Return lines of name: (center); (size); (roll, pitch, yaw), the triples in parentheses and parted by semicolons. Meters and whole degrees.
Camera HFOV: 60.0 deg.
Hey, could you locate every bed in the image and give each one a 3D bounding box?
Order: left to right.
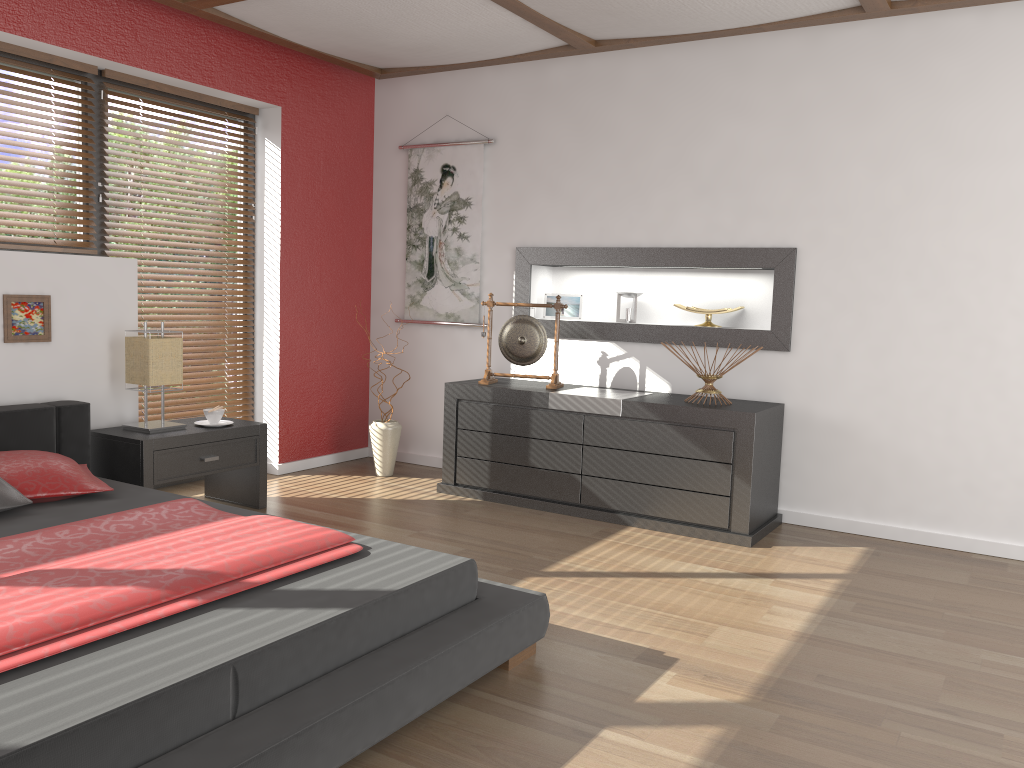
bed: (-1.546, 0.524, 2.270); (2.413, 0.577, 2.469); (5, 7, 31)

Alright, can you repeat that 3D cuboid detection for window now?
window: (-2.795, -0.966, 3.073); (0.020, 0.786, 2.817); (5, 7, 31)
window: (-1.802, -0.555, 4.787); (0.020, 1.893, 0.889); (5, 7, 31)

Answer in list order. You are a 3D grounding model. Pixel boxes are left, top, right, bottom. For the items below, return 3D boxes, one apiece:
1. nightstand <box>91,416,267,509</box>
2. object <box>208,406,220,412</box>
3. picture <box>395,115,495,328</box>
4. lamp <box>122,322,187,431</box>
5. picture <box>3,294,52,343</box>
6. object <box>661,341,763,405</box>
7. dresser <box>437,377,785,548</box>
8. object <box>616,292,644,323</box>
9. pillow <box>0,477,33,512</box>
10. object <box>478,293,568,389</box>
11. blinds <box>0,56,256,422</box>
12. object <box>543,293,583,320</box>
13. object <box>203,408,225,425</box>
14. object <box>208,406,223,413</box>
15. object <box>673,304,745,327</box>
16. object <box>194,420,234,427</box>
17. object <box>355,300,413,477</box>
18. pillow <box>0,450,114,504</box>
nightstand: (-1.556, 0.411, 4.182); (0.413, 0.423, 0.700); (5, 7, 31)
object: (-1.429, 0.119, 4.250); (0.007, 0.007, 0.192); (2, 6, -4)
picture: (-0.419, -0.993, 5.412); (0.701, 1.270, 0.028); (5, 7, 31)
lamp: (-1.636, -0.043, 4.056); (0.200, 0.480, 0.200); (5, 7, 31)
picture: (-2.043, -0.276, 3.741); (0.010, 0.200, 0.200); (5, 7, 31)
object: (0.957, -0.051, 4.291); (0.481, 0.282, 0.481); (2, 6, -3)
dresser: (0.479, 0.345, 4.626); (1.740, 0.608, 0.540); (5, 7, 31)
object: (0.659, -0.429, 4.987); (0.159, 0.171, 0.159); (1, 6, -10)
pillow: (-1.934, 0.324, 2.720); (0.386, 0.241, 0.744); (5, 6, 26)
object: (0.059, -0.241, 4.809); (0.490, 0.498, 0.173); (4, 6, 16)
blinds: (-2.758, -0.384, 3.092); (0.032, 1.952, 4.840); (5, 7, 31)
object: (0.296, -0.452, 5.167); (0.226, 0.146, 0.041); (3, 6, 11)
object: (-1.427, 0.158, 4.248); (0.099, 0.069, 0.099); (-2, 7, -34)
object: (-1.414, 0.121, 4.232); (0.007, 0.007, 0.192); (2, 6, 0)
object: (1.050, -0.362, 4.734); (0.350, 0.116, 0.181); (4, 6, 21)
object: (-1.428, 0.190, 4.251); (0.179, 0.012, 0.179); (-2, 7, -34)
object: (-0.775, 0.031, 5.185); (0.364, 1.035, 0.422); (3, 6, 6)
pillow: (-1.848, 0.338, 3.137); (0.745, 0.172, 0.418); (-3, 7, -40)
